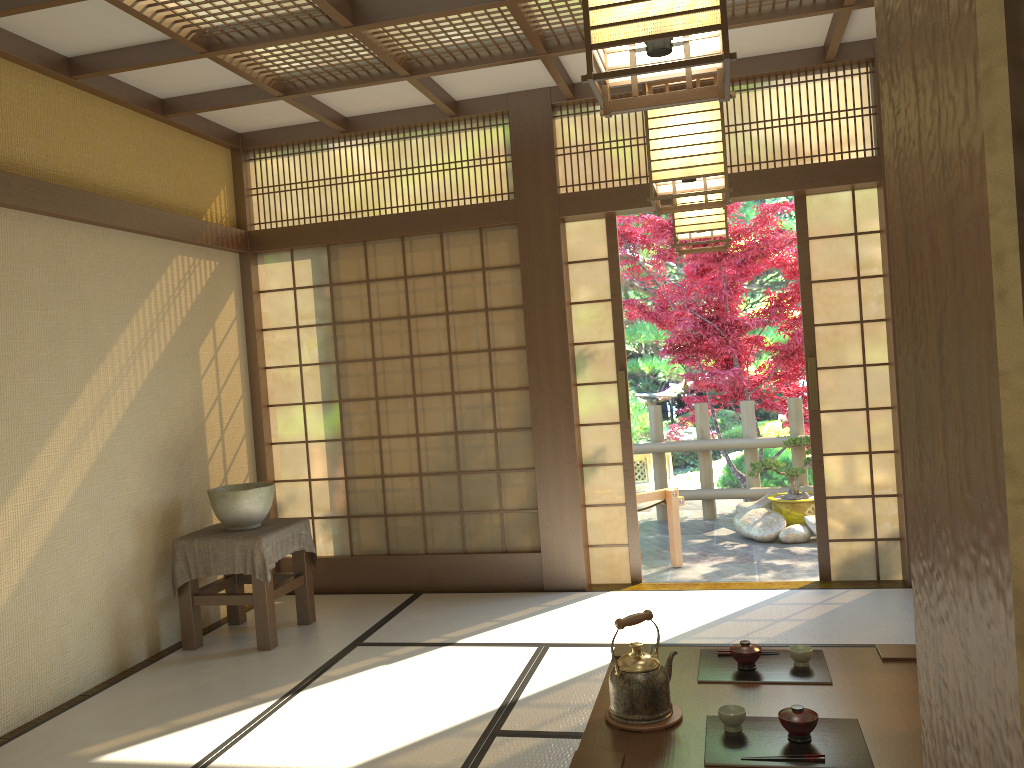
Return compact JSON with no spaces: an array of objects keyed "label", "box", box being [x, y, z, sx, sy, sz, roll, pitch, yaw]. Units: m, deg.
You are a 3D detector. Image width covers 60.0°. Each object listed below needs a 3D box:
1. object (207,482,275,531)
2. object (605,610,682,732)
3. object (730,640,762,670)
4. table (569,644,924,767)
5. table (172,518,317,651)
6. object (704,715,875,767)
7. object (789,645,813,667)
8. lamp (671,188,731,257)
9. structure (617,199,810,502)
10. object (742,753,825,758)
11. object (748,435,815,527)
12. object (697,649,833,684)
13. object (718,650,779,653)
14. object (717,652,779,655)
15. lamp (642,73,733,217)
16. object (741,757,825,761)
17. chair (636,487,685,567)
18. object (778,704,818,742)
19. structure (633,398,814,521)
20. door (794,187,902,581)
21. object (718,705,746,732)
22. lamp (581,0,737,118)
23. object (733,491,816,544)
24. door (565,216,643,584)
[{"label":"object","box":[-1.467,0.672,4.840,0.358,0.230,0.357,-5,1,-16]},{"label":"object","box":[0.366,0.803,2.532,0.219,0.296,0.226,-4,1,9]},{"label":"object","box":[0.750,0.866,2.843,0.100,0.080,0.100,-4,1,14]},{"label":"table","box":[0.750,1.087,2.567,1.000,0.350,1.000,-4,1,14]},{"label":"table","box":[-1.450,1.079,4.850,0.633,0.595,0.629,-4,1,13]},{"label":"object","box":[0.706,0.927,2.301,0.400,0.007,0.300,-4,1,14]},{"label":"object","box":[0.923,0.871,2.833,0.073,0.052,0.074,-5,1,-33]},{"label":"lamp","box":[0.764,-1.112,3.737,0.240,1.129,0.240,-4,1,14]},{"label":"structure","box":[1.852,-0.700,8.593,3.045,4.004,3.412,-5,2,-44]},{"label":"object","box":[0.673,0.924,2.202,0.200,0.008,0.008,-4,1,7]},{"label":"object","box":[2.405,0.477,6.996,1.032,1.362,0.586,-3,2,40]},{"label":"object","box":[0.807,0.908,2.860,0.400,0.007,0.300,-4,1,14]},{"label":"object","box":[0.794,0.899,2.980,0.200,0.008,0.008,-4,1,14]},{"label":"object","box":[0.789,0.900,2.963,0.200,0.008,0.008,-4,1,10]},{"label":"lamp","box":[0.489,-1.068,2.606,0.240,1.129,0.240,-4,1,14]},{"label":"object","box":[0.668,0.925,2.190,0.200,0.008,0.008,-4,1,12]},{"label":"chair","box":[0.737,0.989,6.291,0.704,0.598,0.698,-5,1,-30]},{"label":"object","box":[0.744,0.878,2.303,0.100,0.080,0.100,-4,1,14]},{"label":"structure","box":[2.526,0.666,7.627,7.456,1.136,0.245,-4,1,14]},{"label":"door","box":[2.622,-0.022,4.893,1.894,2.380,0.073,-4,1,14]},{"label":"object","box":[0.594,0.904,2.392,0.073,0.052,0.074,-5,1,-33]},{"label":"lamp","box":[0.213,-1.025,1.475,0.240,1.129,0.240,-4,1,14]},{"label":"object","box":[2.388,1.031,7.009,1.260,0.276,1.147,-4,1,10]},{"label":"door","box":[-0.209,0.173,5.590,1.894,2.380,0.073,-4,1,14]}]
